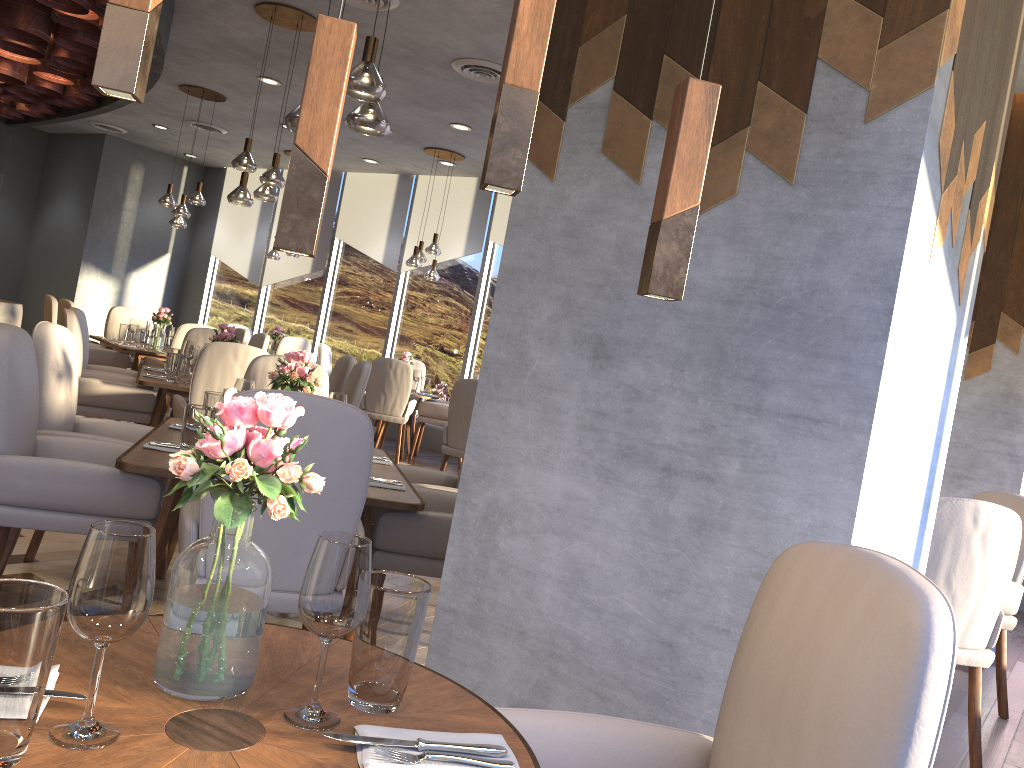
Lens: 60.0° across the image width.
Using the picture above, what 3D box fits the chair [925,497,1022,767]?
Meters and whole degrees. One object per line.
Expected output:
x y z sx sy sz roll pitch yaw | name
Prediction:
1.530 0.889 3.418 0.528 1.000 0.600 11 0 -8 | chair

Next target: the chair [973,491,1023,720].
2.035 0.964 4.168 0.599 1.000 0.529 11 0 -12 | chair

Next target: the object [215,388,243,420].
-0.962 0.141 3.000 0.092 0.244 0.092 10 0 30 | object

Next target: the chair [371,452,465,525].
-0.368 0.525 3.830 0.599 1.000 0.529 11 0 -17 | chair

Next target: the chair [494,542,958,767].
0.187 0.695 1.246 0.599 1.000 0.529 11 0 -13 | chair

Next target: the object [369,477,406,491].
-0.502 0.338 3.135 0.254 0.019 0.158 10 1 -13 | object

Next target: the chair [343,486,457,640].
-0.233 0.564 3.281 0.599 1.000 0.529 11 0 -12 | chair

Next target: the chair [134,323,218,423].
-2.985 -0.069 7.973 0.526 1.000 0.601 11 0 -41 | chair

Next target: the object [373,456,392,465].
-0.624 0.301 3.695 0.254 0.019 0.158 10 1 -13 | object

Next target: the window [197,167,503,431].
0.858 -0.670 5.870 8.051 3.199 16.141 10 1 -10 | window

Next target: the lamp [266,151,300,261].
-2.710 -2.162 10.928 0.440 1.326 0.438 10 0 34 | lamp

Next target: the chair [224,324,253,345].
-3.491 -0.251 11.371 0.526 1.000 0.601 11 0 -42 | chair

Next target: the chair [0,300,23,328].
-5.246 -0.430 8.793 0.595 0.837 0.775 11 0 -6 | chair

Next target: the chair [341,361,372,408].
-1.333 0.290 5.960 0.598 1.000 0.529 11 0 -19 | chair

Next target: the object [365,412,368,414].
-0.692 0.204 3.839 0.102 0.178 0.102 11 0 -7 | object

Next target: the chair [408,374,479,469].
-0.672 0.328 9.275 0.600 1.000 0.528 11 0 1 | chair

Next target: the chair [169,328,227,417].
-2.360 0.079 6.747 0.527 1.000 0.601 11 0 -19 | chair

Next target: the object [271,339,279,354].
-2.916 -0.421 10.855 0.092 0.244 0.092 10 0 26 | object

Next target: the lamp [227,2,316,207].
-1.637 -1.835 5.997 0.440 1.326 0.438 10 0 40 | lamp

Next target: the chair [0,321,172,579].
-1.632 0.298 3.507 0.599 1.000 0.529 11 0 -12 | chair

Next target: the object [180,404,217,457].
-1.040 0.162 2.918 0.102 0.178 0.102 11 0 14 | object

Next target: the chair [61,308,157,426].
-2.536 0.079 5.479 0.598 1.000 0.529 11 0 -26 | chair

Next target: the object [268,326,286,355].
-2.927 -0.514 11.013 0.197 0.416 0.210 11 0 -33 | object

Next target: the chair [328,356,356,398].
-1.534 0.239 6.488 0.598 1.000 0.529 11 0 -24 | chair

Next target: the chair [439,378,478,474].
-0.255 0.468 6.862 0.529 1.000 0.599 11 0 16 | chair

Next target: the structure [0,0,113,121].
-3.901 -2.799 6.034 2.748 0.557 9.476 10 2 -26 | structure

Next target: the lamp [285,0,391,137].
-0.547 -1.565 3.375 0.440 1.326 0.438 10 0 20 | lamp

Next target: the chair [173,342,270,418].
-1.725 0.237 5.207 0.527 1.000 0.601 11 0 -25 | chair

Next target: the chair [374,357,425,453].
-1.250 0.206 9.854 0.528 1.000 0.600 11 0 -3 | chair

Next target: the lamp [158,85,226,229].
-3.129 -2.181 8.623 0.438 1.326 0.440 11 0 -16 | lamp

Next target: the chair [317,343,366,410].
-1.813 0.115 9.322 0.600 1.000 0.528 11 0 0 | chair

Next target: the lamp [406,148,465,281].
-0.833 -1.771 9.326 0.440 1.326 0.438 10 0 28 | lamp

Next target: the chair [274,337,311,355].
-2.751 -0.090 10.486 0.526 1.000 0.601 11 0 -41 | chair

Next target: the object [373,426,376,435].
-0.570 0.241 3.279 0.102 0.178 0.102 11 0 -7 | object

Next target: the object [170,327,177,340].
-3.186 -0.411 8.367 0.092 0.244 0.092 11 0 -39 | object

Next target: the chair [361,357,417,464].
-1.226 0.240 8.693 0.528 1.000 0.600 11 0 -2 | chair

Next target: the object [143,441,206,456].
-1.133 0.222 3.063 0.255 0.019 0.157 10 1 -12 | object

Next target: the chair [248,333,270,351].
-2.820 -0.060 8.817 0.598 1.000 0.530 10 0 -36 | chair

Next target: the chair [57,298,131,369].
-3.833 -0.228 8.001 0.598 1.000 0.530 10 0 -43 | chair

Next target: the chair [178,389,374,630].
-0.714 0.492 2.598 0.527 1.000 0.601 11 0 -17 | chair

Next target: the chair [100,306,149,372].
-4.027 -0.297 9.266 0.527 1.000 0.601 11 0 -36 | chair

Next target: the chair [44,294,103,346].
-4.195 -0.306 8.436 0.598 1.000 0.530 10 0 -36 | chair

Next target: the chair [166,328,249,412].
-3.163 -0.135 9.262 0.598 1.000 0.530 10 0 -41 | chair

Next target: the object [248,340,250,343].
-3.240 -0.452 11.019 0.102 0.178 0.102 11 0 16 | object

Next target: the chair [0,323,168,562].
-1.476 0.341 2.959 0.598 1.000 0.529 11 0 -19 | chair

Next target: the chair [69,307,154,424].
-2.758 0.024 6.002 0.598 1.000 0.529 11 0 -19 | chair

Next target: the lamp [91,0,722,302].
-0.103 -1.118 1.145 1.160 1.932 0.118 11 0 -10 | lamp

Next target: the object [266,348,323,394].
-0.845 0.071 3.362 0.210 0.416 0.197 11 0 12 | object

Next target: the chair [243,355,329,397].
-1.145 0.371 4.195 0.527 1.000 0.600 11 0 -12 | chair

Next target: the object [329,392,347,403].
-0.756 0.160 3.756 0.092 0.244 0.092 10 0 35 | object
